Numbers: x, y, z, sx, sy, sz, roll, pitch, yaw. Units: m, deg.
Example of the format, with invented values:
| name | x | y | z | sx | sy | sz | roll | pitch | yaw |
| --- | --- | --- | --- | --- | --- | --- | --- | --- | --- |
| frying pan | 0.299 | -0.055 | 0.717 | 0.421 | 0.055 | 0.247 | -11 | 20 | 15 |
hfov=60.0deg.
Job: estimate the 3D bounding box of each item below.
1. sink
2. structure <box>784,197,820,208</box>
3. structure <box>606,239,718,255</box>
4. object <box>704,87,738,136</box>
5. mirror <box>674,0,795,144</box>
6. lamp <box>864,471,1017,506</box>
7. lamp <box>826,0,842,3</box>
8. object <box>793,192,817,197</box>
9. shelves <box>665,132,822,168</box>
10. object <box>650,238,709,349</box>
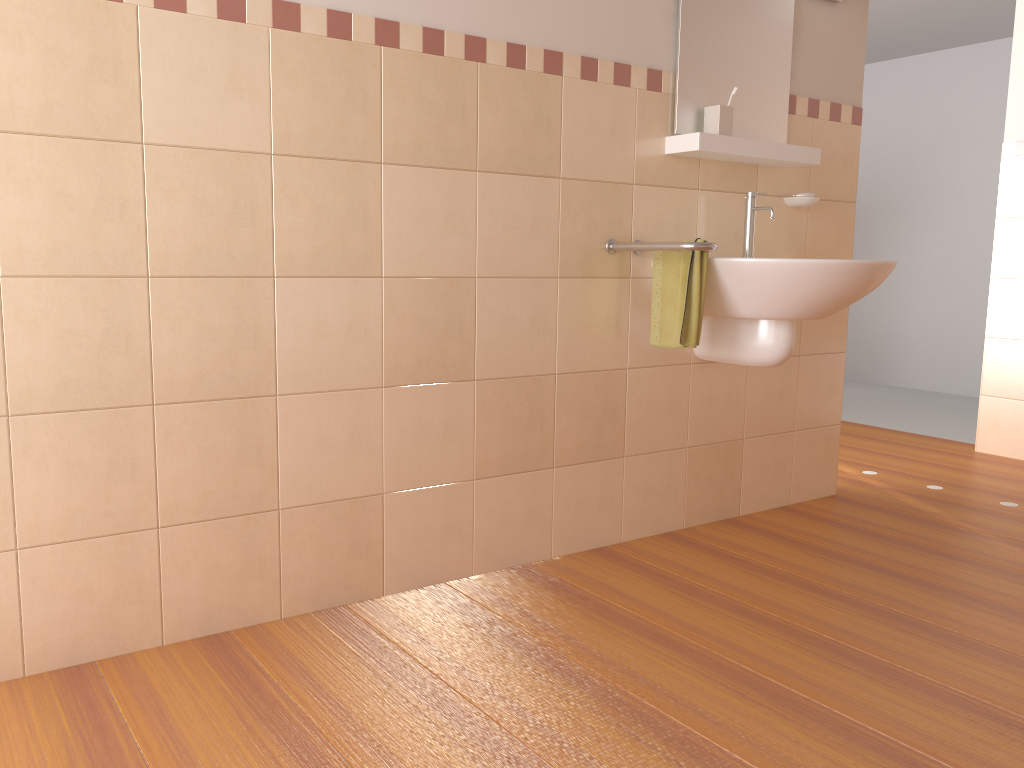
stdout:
| name | x | y | z | sx | sy | sz | roll | pitch | yaw |
| --- | --- | --- | --- | --- | --- | --- | --- | --- | --- |
| sink | 0.820 | -0.306 | 2.596 | 0.683 | 0.516 | 0.539 | -5 | 10 | -35 |
| structure | 0.966 | -0.600 | 2.927 | 0.117 | 0.029 | 0.092 | -5 | 10 | -35 |
| structure | 0.418 | -0.375 | 2.425 | 0.142 | 0.042 | 0.333 | -5 | 10 | -35 |
| object | 0.616 | -0.798 | 2.614 | 0.063 | 0.149 | 0.073 | -5 | 10 | -35 |
| mirror | 0.690 | -1.144 | 2.687 | 0.502 | 0.799 | 0.008 | -5 | 10 | -35 |
| lamp | 0.504 | 0.535 | 2.337 | 3.173 | 0.001 | 2.893 | -5 | 10 | -35 |
| lamp | 1.079 | -1.332 | 2.826 | 0.173 | 0.173 | 0.209 | -5 | 10 | -35 |
| object | 0.967 | -0.622 | 2.926 | 0.075 | 0.023 | 0.050 | 4 | 8 | 19 |
| shelves | 0.713 | -0.709 | 2.705 | 0.554 | 0.050 | 0.138 | -5 | 10 | -35 |
| object | 0.466 | -0.252 | 2.472 | 0.085 | 0.306 | 0.181 | -2 | 8 | -19 |
